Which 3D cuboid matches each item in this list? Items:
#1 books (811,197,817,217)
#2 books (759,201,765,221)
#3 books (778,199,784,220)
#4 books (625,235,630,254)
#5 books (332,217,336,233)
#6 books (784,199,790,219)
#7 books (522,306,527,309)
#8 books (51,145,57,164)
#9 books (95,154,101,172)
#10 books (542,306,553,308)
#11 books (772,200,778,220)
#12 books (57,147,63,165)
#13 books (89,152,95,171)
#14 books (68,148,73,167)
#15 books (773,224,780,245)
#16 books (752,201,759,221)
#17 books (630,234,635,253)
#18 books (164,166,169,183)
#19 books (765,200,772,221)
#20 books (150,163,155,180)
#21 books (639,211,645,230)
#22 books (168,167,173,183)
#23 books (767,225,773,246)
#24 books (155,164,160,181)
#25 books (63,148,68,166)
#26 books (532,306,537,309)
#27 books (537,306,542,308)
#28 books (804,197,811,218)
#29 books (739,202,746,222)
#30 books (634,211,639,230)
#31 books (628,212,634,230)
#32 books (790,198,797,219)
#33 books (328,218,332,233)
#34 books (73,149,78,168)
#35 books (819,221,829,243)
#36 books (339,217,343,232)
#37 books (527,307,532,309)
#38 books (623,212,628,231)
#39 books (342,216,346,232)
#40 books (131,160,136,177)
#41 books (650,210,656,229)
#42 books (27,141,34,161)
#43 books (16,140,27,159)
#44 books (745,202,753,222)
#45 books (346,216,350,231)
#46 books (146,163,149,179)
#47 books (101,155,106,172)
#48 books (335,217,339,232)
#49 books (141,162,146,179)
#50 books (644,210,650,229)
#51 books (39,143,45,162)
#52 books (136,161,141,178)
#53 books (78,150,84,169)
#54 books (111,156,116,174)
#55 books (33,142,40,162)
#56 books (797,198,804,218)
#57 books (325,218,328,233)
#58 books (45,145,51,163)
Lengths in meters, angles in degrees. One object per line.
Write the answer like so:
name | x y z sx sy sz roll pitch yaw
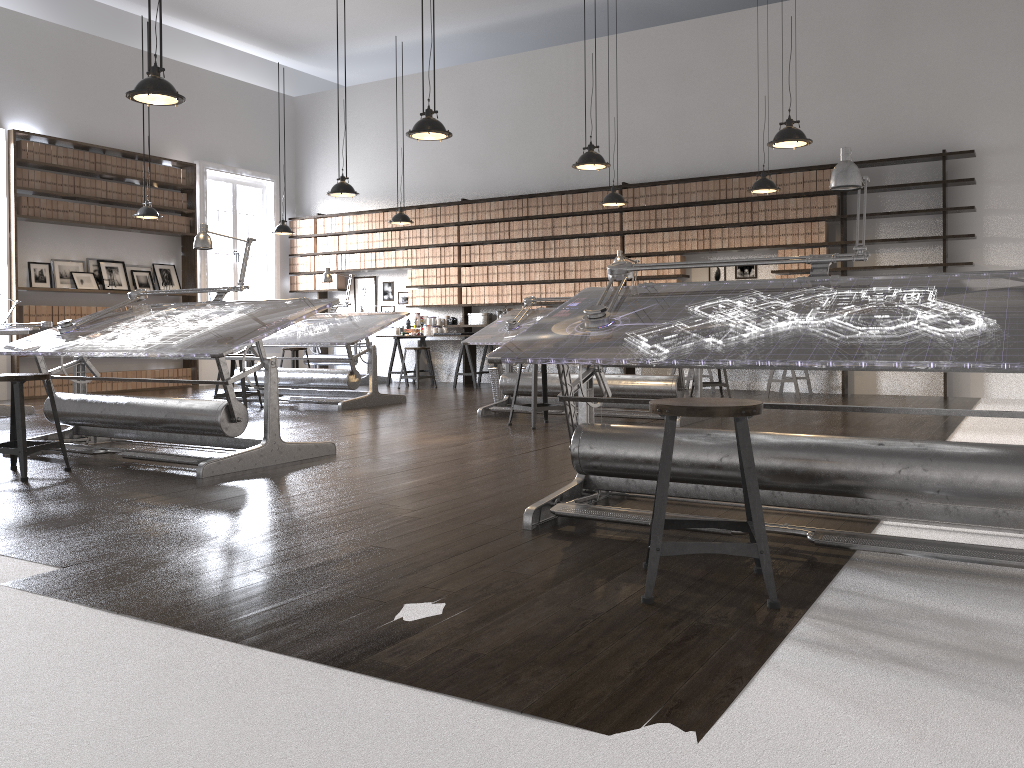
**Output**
books | 3.259 -1.887 9.508 0.067 0.225 0.174 0 2 31
books | 2.783 -1.900 9.787 0.067 0.225 0.174 0 2 31
books | 2.962 -1.895 9.678 0.067 0.225 0.175 0 2 31
books | 1.416 -1.668 10.609 0.067 0.225 0.175 0 2 31
books | -2.556 -2.321 12.975 0.067 0.225 0.174 0 2 31
books | 3.022 -1.893 9.648 0.067 0.225 0.175 0 2 31
books | 0.202 -0.880 11.341 0.067 0.225 0.175 0 2 31
books | -5.387 -2.654 10.326 0.174 0.226 0.067 0 1 31
books | -5.101 -2.686 10.804 0.174 0.226 0.067 0 1 31
books | 0.446 -0.874 11.203 0.067 0.225 0.175 0 2 31
books | 2.907 -1.897 9.717 0.067 0.225 0.175 0 2 31
books | -5.351 -2.659 10.389 0.174 0.225 0.067 0 1 31
books | -5.144 -2.682 10.742 0.174 0.225 0.067 0 1 31
books | -5.282 -2.666 10.499 0.174 0.226 0.067 0 1 31
books | 2.919 -1.628 9.713 0.067 0.225 0.175 0 2 31
books | 2.725 -1.901 9.827 0.067 0.225 0.175 0 2 31
books | 1.468 -1.666 10.573 0.067 0.225 0.175 0 2 31
books | -4.602 -2.743 11.647 0.174 0.225 0.067 0 1 31
books | 2.846 -1.898 9.754 0.067 0.225 0.174 0 2 31
books | -4.708 -2.731 11.471 0.174 0.225 0.067 0 1 31
books | 1.573 -1.932 10.512 0.067 0.225 0.175 0 2 31
books | -4.564 -2.746 11.702 0.174 0.226 0.067 0 1 31
books | 2.860 -1.629 9.751 0.067 0.225 0.174 0 2 31
books | -4.668 -2.735 11.529 0.174 0.226 0.067 0 1 31
books | -5.320 -2.662 10.444 0.174 0.225 0.067 0 1 31
books | 0.324 -0.877 11.276 0.067 0.225 0.174 0 2 31
books | 0.382 -0.875 11.236 0.067 0.225 0.174 0 2 31
books | 3.198 -1.889 9.543 0.067 0.225 0.175 0 2 31
books | 2.597 -1.905 9.903 0.067 0.225 0.175 0 2 31
books | 1.516 -1.933 10.540 0.067 0.225 0.175 0 2 31
books | 1.454 -1.935 10.578 0.067 0.225 0.175 0 2 31
books | 3.075 -1.892 9.614 0.067 0.225 0.175 0 2 31
books | -2.619 -2.322 13.007 0.067 0.225 0.174 0 2 31
books | -5.253 -2.670 10.559 0.174 0.225 0.067 0 1 31
books | 3.330 -1.616 9.464 0.067 0.225 0.174 0 2 31
books | -2.440 -2.317 12.899 0.067 0.225 0.175 0 2 31
books | 0.263 -0.879 11.312 0.067 0.225 0.175 0 2 31
books | 1.394 -1.937 10.618 0.067 0.225 0.174 0 2 31
books | -2.380 -2.316 12.868 0.067 0.225 0.175 0 2 31
books | -4.849 -2.714 11.224 0.174 0.226 0.067 0 1 31
books | 1.691 -1.929 10.438 0.067 0.225 0.175 0 2 31
books | -5.530 -2.638 10.082 0.174 0.225 0.067 0 1 31
books | -5.567 -2.634 10.020 0.174 0.226 0.067 0 1 31
books | 2.657 -1.903 9.861 0.067 0.225 0.175 0 2 31
books | -2.327 -2.314 12.835 0.067 0.225 0.175 0 2 31
books | -4.745 -2.727 11.412 0.174 0.225 0.067 0 1 31
books | -5.068 -2.691 10.870 0.174 0.225 0.067 0 1 31
books | -2.495 -2.319 12.938 0.067 0.225 0.175 0 2 31
books | -4.778 -2.723 11.350 0.174 0.225 0.067 0 1 31
books | 1.630 -1.931 10.480 0.067 0.225 0.175 0 2 31
books | -5.464 -2.646 10.208 0.174 0.225 0.067 0 1 31
books | -4.812 -2.719 11.286 0.174 0.225 0.067 0 1 31
books | -5.216 -2.674 10.620 0.174 0.225 0.067 0 1 31
books | -4.994 -2.699 10.987 0.174 0.225 0.067 0 1 31
books | -5.496 -2.642 10.146 0.174 0.225 0.067 0 1 31
books | 3.136 -1.890 9.575 0.067 0.225 0.175 0 2 31
books | -2.677 -2.324 13.048 0.067 0.225 0.175 0 2 31
books | -5.426 -2.650 10.267 0.174 0.225 0.067 0 1 31
